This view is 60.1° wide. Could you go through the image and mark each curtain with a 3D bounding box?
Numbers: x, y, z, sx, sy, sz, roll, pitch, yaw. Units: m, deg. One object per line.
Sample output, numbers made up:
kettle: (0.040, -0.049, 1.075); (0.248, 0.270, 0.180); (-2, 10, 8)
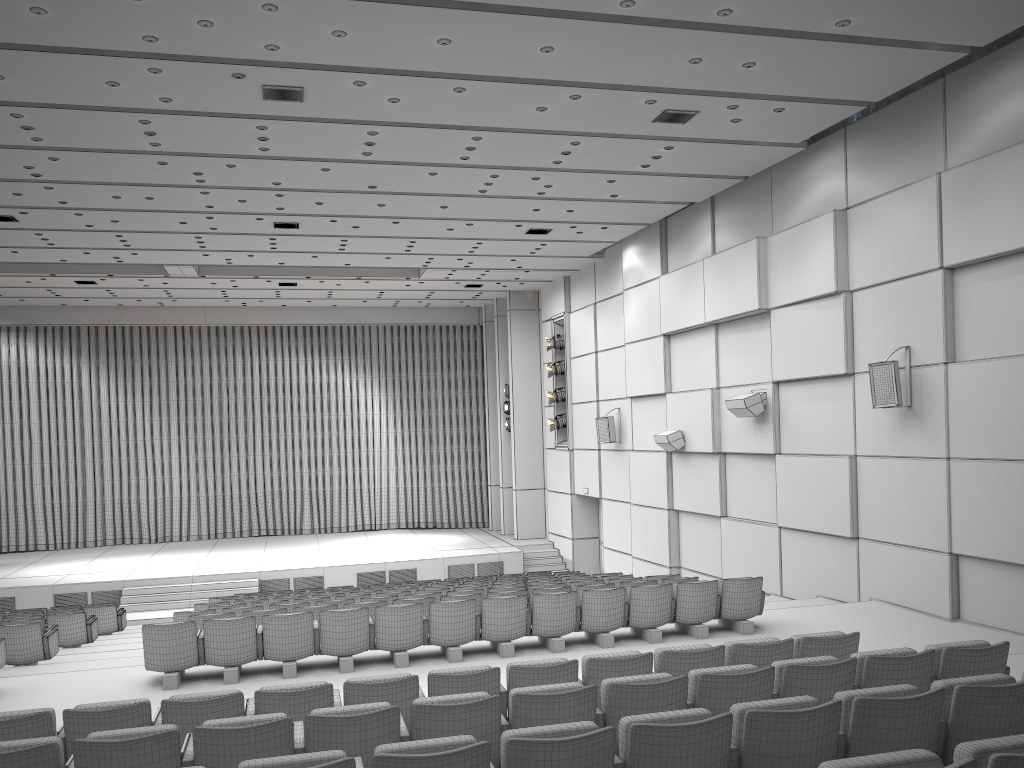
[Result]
curtain: (-8.559, 1.274, 25.468); (16.123, 6.522, 1.430); (-1, 1, -14)

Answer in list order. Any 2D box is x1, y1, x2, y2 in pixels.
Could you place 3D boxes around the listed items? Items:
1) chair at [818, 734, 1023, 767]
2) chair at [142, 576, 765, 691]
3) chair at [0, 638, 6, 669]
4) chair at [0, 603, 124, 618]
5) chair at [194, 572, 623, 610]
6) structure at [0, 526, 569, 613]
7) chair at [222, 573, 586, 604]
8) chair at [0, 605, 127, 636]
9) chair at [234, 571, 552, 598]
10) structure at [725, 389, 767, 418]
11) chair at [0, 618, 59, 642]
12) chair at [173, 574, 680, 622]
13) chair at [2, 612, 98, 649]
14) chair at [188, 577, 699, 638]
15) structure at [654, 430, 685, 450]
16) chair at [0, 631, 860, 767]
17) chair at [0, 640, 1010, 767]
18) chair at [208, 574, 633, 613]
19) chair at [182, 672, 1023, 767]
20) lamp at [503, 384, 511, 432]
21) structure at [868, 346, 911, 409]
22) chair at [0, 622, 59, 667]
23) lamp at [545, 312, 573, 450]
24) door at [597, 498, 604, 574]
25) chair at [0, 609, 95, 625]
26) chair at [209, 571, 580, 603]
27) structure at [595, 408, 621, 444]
chair: (-2.989, 1.636, 2.023); (13.743, 0.622, 0.613); (-1, -1, -14)
chair: (-0.360, 2.549, 9.402); (6.597, 0.622, 0.613); (-1, -1, -14)
chair: (-8.339, 2.909, 8.553); (6.047, 0.622, 0.613); (-1, -1, -14)
chair: (-9.872, 4.205, 14.988); (6.047, 0.622, 0.613); (-1, -1, -14)
chair: (-1.404, 3.413, 13.682); (6.597, 0.622, 0.613); (-1, -1, -14)
structure: (-7.636, 4.771, 22.496); (17.811, 0.846, 8.327); (-1, -3, -14)
chair: (-1.648, 3.628, 14.756); (6.047, 0.622, 0.613); (-1, -1, -14)
chair: (-9.661, 3.990, 13.899); (6.597, 0.622, 0.613); (-1, -1, -14)
chair: (-2.137, 4.060, 16.911); (6.047, 0.622, 0.613); (-1, -1, -14)
structure: (3.613, 0.299, 13.570); (0.470, 0.417, 0.520); (-1, -2, -18)
chair: (-8.861, 3.341, 10.693); (6.047, 0.622, 0.613); (-1, -1, -14)
chair: (-0.882, 2.981, 11.542); (6.597, 0.622, 0.613); (-1, -1, -14)
chair: (-9.139, 3.558, 11.759); (6.597, 0.622, 0.613); (-1, -1, -14)
chair: (-0.604, 2.764, 10.476); (6.047, 0.622, 0.613); (-1, -1, -14)
structure: (2.892, 0.990, 16.003); (0.470, 0.417, 0.520); (-1, -2, -17)
chair: (-3.798, 2.285, 5.227); (13.194, 0.622, 0.613); (-1, -1, -14)
chair: (-3.511, 2.068, 4.164); (13.743, 0.622, 0.613); (-1, -1, -14)
chair: (-1.126, 3.196, 12.616); (6.047, 0.622, 0.613); (-1, -1, -14)
chair: (-3.276, 1.853, 3.087); (13.194, 0.622, 0.613); (-1, -1, -14)
lamp: (-0.011, 0.645, 24.068); (0.436, 1.478, 0.385); (-2, 1, -18)
structure: (4.538, -0.080, 10.619); (0.409, 0.744, 0.410); (-2, 0, 33)
chair: (-8.617, 3.126, 9.619); (6.597, 0.622, 0.613); (-1, -1, -14)
lamp: (1.214, -0.041, 21.730); (0.755, 3.341, 1.022); (-2, 1, -18)
door: (2.305, 3.693, 20.711); (0.085, 2.178, 1.699); (-2, 0, -14)
chair: (-9.383, 3.773, 12.833); (6.047, 0.622, 0.613); (-1, -1, -14)
chair: (-1.925, 3.844, 15.822); (6.597, 0.622, 0.613); (-1, -1, -14)
structure: (2.039, 0.879, 18.640); (0.409, 0.744, 0.410); (-2, 0, 33)
